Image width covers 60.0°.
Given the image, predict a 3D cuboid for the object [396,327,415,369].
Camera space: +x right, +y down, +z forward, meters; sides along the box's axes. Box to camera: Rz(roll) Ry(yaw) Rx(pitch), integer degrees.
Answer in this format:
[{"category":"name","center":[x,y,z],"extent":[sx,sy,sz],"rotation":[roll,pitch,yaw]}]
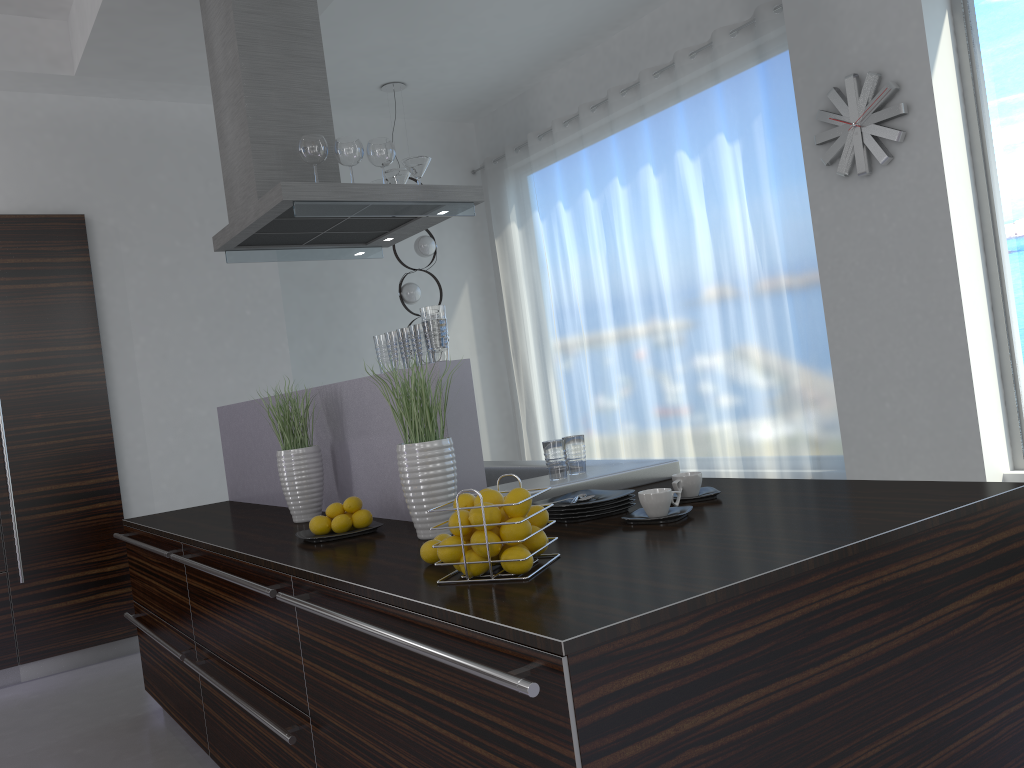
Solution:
[{"category":"object","center":[-0.298,-0.105,2.611],"extent":[0.071,0.119,0.072],"rotation":[-8,0,6]}]

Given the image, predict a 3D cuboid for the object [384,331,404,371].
[{"category":"object","center":[-0.343,-0.099,2.678],"extent":[0.071,0.119,0.072],"rotation":[-8,0,6]}]

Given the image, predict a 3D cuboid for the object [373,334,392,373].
[{"category":"object","center":[-0.387,-0.092,2.745],"extent":[0.072,0.119,0.071],"rotation":[-8,0,16]}]

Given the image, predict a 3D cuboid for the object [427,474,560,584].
[{"category":"object","center":[-0.034,0.277,1.739],"extent":[0.189,0.174,0.207],"rotation":[-8,0,21]}]

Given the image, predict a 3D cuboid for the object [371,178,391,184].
[{"category":"object","center":[-0.606,-0.890,4.289],"extent":[0.137,0.174,0.137],"rotation":[-8,0,21]}]

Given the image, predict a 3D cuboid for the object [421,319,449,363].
[{"category":"object","center":[-0.210,-0.117,2.476],"extent":[0.071,0.119,0.072],"rotation":[-8,0,6]}]

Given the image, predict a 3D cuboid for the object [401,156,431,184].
[{"category":"object","center":[-0.418,-0.917,3.976],"extent":[0.137,0.174,0.137],"rotation":[-8,0,21]}]

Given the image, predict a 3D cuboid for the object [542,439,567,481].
[{"category":"object","center":[0.134,0.231,2.698],"extent":[0.071,0.119,0.072],"rotation":[-7,0,-34]}]

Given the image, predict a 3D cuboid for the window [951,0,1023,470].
[{"category":"window","center":[3.095,-0.950,3.020],"extent":[0.100,2.500,3.000],"rotation":[-7,0,-34]}]

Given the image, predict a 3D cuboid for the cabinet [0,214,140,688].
[{"category":"cabinet","center":[-3.893,0.493,4.247],"extent":[3.600,2.500,0.669],"rotation":[-7,0,-34]}]

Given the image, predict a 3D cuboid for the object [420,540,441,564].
[{"category":"object","center":[-0.168,0.358,1.894],"extent":[0.053,0.051,0.063],"rotation":[-7,0,-30]}]

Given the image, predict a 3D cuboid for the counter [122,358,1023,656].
[{"category":"counter","center":[-0.268,0.609,2.934],"extent":[1.302,1.300,3.291],"rotation":[-7,0,-34]}]

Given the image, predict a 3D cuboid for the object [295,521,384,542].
[{"category":"object","center":[-0.490,0.420,2.525],"extent":[0.232,0.020,0.232],"rotation":[-7,0,-25]}]

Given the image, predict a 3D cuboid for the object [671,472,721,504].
[{"category":"object","center":[0.463,0.270,2.326],"extent":[0.153,0.069,0.153],"rotation":[-8,0,0]}]

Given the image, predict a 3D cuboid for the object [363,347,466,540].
[{"category":"object","center":[-0.238,0.142,2.252],"extent":[0.269,0.502,0.247],"rotation":[-8,0,9]}]

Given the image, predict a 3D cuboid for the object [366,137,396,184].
[{"category":"object","center":[-0.550,-0.924,3.771],"extent":[0.125,0.221,0.125],"rotation":[-8,0,-9]}]

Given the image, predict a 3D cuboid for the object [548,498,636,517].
[{"category":"object","center":[0.186,0.321,2.299],"extent":[0.232,0.020,0.232],"rotation":[-7,0,-25]}]

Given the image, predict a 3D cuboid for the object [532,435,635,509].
[{"category":"object","center":[0.147,0.243,2.485],"extent":[0.269,0.147,0.646],"rotation":[-8,0,-9]}]

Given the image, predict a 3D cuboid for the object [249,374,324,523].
[{"category":"object","center":[-0.745,0.213,2.979],"extent":[0.247,0.502,0.269],"rotation":[-7,0,-33]}]

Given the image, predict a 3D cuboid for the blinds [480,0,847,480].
[{"category":"blinds","center":[0.793,-0.438,6.155],"extent":[0.120,3.112,3.245],"rotation":[-7,0,-34]}]

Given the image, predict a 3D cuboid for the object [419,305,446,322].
[{"category":"object","center":[-0.215,-0.156,2.476],"extent":[0.071,0.119,0.072],"rotation":[-8,0,6]}]

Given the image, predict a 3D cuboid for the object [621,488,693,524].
[{"category":"object","center":[0.339,0.285,2.084],"extent":[0.153,0.069,0.153],"rotation":[-8,0,30]}]

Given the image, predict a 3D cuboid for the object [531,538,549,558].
[{"category":"object","center":[0.044,0.323,1.788],"extent":[0.061,0.053,0.053],"rotation":[-8,0,11]}]

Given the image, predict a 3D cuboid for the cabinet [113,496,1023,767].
[{"category":"cabinet","center":[-0.249,0.832,2.929],"extent":[1.377,0.852,3.285],"rotation":[-7,0,-34]}]

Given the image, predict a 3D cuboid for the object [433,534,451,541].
[{"category":"object","center":[-0.150,0.356,1.956],"extent":[0.053,0.051,0.063],"rotation":[-8,0,25]}]

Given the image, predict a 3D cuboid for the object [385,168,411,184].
[{"category":"object","center":[-0.522,-0.902,4.134],"extent":[0.137,0.174,0.137],"rotation":[-8,0,21]}]

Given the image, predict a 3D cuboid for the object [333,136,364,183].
[{"category":"object","center":[-0.671,-0.908,3.689],"extent":[0.125,0.221,0.125],"rotation":[-8,0,-9]}]

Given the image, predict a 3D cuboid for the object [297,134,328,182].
[{"category":"object","center":[-0.801,-0.891,3.601],"extent":[0.125,0.221,0.125],"rotation":[-8,0,-9]}]

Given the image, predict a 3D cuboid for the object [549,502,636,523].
[{"category":"object","center":[0.188,0.331,2.299],"extent":[0.232,0.020,0.232],"rotation":[-7,0,-25]}]

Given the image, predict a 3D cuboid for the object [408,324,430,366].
[{"category":"object","center":[-0.254,-0.111,2.544],"extent":[0.071,0.119,0.072],"rotation":[-8,0,6]}]

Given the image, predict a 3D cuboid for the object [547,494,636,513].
[{"category":"object","center":[0.185,0.311,2.299],"extent":[0.232,0.020,0.232],"rotation":[-7,0,-30]}]
